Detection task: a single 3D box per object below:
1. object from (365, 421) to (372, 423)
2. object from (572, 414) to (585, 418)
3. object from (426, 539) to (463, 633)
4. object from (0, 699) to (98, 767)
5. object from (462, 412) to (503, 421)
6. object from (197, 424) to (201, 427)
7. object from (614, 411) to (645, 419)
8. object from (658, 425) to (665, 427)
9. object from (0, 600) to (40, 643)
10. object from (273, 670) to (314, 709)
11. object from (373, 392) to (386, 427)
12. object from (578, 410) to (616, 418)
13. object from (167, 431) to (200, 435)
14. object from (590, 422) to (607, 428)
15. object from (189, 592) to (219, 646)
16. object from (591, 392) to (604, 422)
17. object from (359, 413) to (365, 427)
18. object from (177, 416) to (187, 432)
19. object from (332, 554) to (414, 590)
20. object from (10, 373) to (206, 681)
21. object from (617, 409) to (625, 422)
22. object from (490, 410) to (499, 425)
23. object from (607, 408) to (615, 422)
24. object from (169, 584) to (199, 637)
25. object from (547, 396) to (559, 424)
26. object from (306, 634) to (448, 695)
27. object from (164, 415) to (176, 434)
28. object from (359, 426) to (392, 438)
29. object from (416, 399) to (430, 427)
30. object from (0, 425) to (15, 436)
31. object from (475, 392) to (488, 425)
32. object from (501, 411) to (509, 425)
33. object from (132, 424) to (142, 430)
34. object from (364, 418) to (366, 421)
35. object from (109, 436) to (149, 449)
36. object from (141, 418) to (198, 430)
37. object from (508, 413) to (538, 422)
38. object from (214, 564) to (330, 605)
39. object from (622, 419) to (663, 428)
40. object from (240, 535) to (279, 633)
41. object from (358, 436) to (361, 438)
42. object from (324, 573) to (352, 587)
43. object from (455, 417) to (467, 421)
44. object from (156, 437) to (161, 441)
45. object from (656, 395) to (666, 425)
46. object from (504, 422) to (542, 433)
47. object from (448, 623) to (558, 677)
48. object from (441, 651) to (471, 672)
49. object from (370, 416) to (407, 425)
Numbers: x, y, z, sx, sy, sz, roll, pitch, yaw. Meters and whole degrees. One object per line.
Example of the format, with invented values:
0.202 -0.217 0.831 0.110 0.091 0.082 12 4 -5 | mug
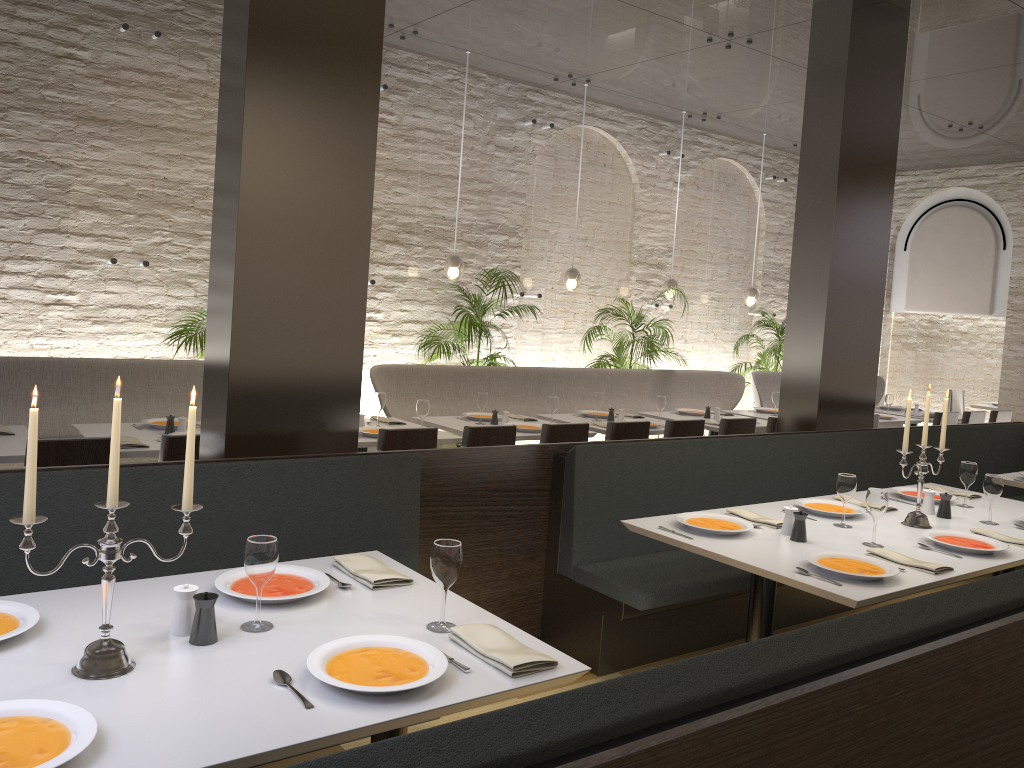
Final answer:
-1.011 0.256 6.111 0.038 0.015 0.182 1 6 -35 | object
0.558 0.266 7.292 0.017 0.010 0.186 1 6 -37 | object
-0.178 0.534 2.354 0.086 0.230 0.086 3 3 -25 | object
-0.916 0.649 1.577 0.322 0.036 0.322 7 6 29 | object
-0.220 0.252 6.701 0.322 0.036 0.321 8 6 35 | object
-1.916 0.251 5.430 0.038 0.015 0.182 1 6 -35 | object
0.991 0.267 7.590 0.142 0.033 0.273 0 6 -37 | object
1.166 0.327 7.079 0.017 0.010 0.186 1 6 -37 | object
-1.293 0.578 2.085 0.322 0.036 0.322 7 6 29 | object
-0.474 0.659 1.914 0.038 0.015 0.182 1 6 -35 | object
-0.890 0.174 5.921 0.086 0.230 0.087 4 3 5 | object
0.708 0.257 7.399 0.322 0.036 0.321 7 6 31 | object
-1.735 0.303 4.890 0.322 0.036 0.321 7 6 31 | object
0.739 0.322 6.754 0.142 0.033 0.273 0 6 -37 | object
-0.748 0.568 2.156 0.069 0.126 0.069 1 4 -43 | object
0.687 0.181 7.107 0.086 0.230 0.087 4 3 5 | object
-0.976 0.244 5.735 0.059 0.109 0.059 2 4 -29 | object
-1.881 0.239 5.054 0.059 0.109 0.059 7 4 44 | object
-0.436 0.581 2.763 0.142 0.033 0.273 0 6 -37 | object
-0.883 0.305 1.954 0.390 0.655 0.132 2 3 -26 | object
0.881 0.253 7.133 0.059 0.109 0.059 7 4 44 | object
-0.125 0.240 6.463 0.059 0.109 0.059 7 4 44 | object
0.803 0.245 7.161 0.059 0.109 0.059 7 4 44 | object
-0.813 0.560 2.204 0.069 0.126 0.069 1 4 -43 | object
0.295 0.207 6.494 0.086 0.230 0.087 2 3 -31 | object
-0.308 0.652 2.034 0.321 0.036 0.322 2 5 -17 | object
-1.960 0.231 5.083 0.059 0.109 0.059 7 4 44 | object
-0.829 0.308 5.571 0.321 0.036 0.322 4 5 -2 | object
-0.574 0.217 5.673 0.086 0.230 0.087 4 3 5 | object
-2.770 0.248 4.760 0.142 0.033 0.273 0 6 -37 | object
-0.220 0.177 6.425 0.086 0.230 0.086 5 3 11 | object
-0.047 0.248 6.435 0.059 0.109 0.059 7 4 44 | object
-2.204 0.252 5.214 0.017 0.010 0.186 1 6 -37 | object
-1.149 0.248 6.001 0.321 0.036 0.322 4 5 -2 | object
-2.023 0.308 4.675 0.142 0.033 0.273 0 6 -37 | object
-2.054 0.243 5.320 0.322 0.036 0.321 7 6 31 | object
0.063 0.263 6.892 0.142 0.033 0.273 0 6 -37 | object
-0.686 0.582 2.542 0.321 0.036 0.322 2 5 -17 | object
1.028 0.317 6.968 0.322 0.036 0.321 7 6 31 | object
-0.646 0.509 2.267 0.086 0.230 0.086 3 3 -25 | object
-0.979 0.314 5.465 0.038 0.015 0.182 1 6 -35 | object
-0.530 0.589 2.670 0.038 0.015 0.182 1 6 -35 | object
-0.370 0.261 6.594 0.017 0.010 0.186 1 6 -37 | object
-1.884 0.309 4.784 0.038 0.015 0.182 1 6 -35 | object
1.202 0.212 7.177 0.086 0.230 0.087 4 3 5 | object
0.100 0.312 6.271 0.322 0.036 0.321 8 6 35 | object
-0.025 0.657 2.214 0.142 0.033 0.273 0 6 -37 | object
-0.157 0.663 2.153 0.017 0.010 0.186 1 6 -37 | object
-0.866 0.258 6.193 0.142 0.033 0.273 0 6 -37 | object
